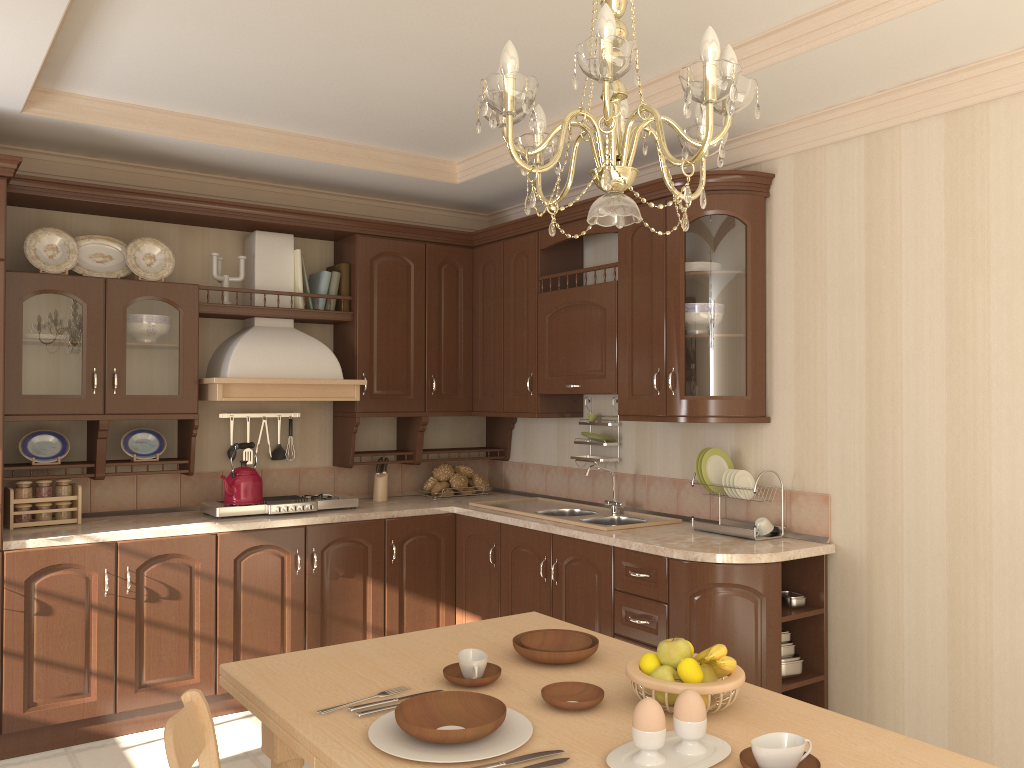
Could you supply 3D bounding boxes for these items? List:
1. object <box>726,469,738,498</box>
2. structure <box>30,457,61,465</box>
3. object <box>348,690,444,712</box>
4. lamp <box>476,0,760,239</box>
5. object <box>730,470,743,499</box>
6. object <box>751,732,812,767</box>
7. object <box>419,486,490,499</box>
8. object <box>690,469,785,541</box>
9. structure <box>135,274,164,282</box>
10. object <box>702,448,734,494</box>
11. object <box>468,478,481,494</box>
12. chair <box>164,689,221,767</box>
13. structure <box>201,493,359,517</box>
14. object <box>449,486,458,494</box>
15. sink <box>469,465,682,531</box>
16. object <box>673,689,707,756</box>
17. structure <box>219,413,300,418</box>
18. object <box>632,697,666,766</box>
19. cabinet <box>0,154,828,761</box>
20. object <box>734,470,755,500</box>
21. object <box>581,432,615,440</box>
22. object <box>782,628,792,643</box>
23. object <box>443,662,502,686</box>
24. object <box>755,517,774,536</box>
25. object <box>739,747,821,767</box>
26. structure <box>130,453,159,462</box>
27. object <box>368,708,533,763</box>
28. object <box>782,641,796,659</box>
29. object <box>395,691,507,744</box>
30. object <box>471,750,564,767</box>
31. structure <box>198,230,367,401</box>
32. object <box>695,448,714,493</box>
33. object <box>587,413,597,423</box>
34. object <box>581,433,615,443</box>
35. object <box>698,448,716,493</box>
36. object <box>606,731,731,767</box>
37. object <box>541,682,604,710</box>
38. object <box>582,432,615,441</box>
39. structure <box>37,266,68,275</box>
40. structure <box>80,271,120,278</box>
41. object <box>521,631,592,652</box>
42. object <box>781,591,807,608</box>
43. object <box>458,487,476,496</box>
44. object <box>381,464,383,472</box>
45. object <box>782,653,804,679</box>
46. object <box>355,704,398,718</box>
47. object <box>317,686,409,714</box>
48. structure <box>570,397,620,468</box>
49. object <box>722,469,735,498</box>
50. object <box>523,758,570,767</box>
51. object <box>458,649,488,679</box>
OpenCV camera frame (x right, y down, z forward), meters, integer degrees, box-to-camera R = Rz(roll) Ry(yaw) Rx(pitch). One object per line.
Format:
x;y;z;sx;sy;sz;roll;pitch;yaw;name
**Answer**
0.921;0.410;3.632;0.123;0.119;0.034;1;-1;-33;object
-2.046;0.289;3.888;0.110;0.126;0.080;1;-1;-35;structure
-0.232;0.637;1.790;0.212;0.008;0.018;1;-1;-35;object
0.188;-0.781;1.629;0.502;0.982;0.501;0;-1;25;lamp
0.933;0.409;3.614;0.123;0.119;0.034;1;-1;-35;object
0.441;0.606;1.442;0.119;0.055;0.063;0;-1;-21;object
-0.323;0.607;5.016;0.364;0.060;0.199;1;-1;-35;object
0.919;0.477;3.633;0.172;0.275;0.359;1;-1;-34;object
-1.671;-0.528;4.090;0.110;0.126;0.080;1;-1;-35;structure
0.864;0.363;3.718;0.193;0.188;0.047;1;-1;-34;object
-0.232;0.584;5.104;0.091;0.100;0.125;1;-1;-39;object
-0.330;0.990;1.541;0.517;0.846;0.462;0;-1;-18;chair
-1.110;0.584;4.314;0.710;0.054;0.325;1;-1;-35;structure
-0.313;0.584;5.059;0.098;0.094;0.114;-1;-1;35;object
0.269;0.556;4.269;0.448;0.348;1.077;1;-1;-35;sink
0.310;0.584;1.544;0.058;0.104;0.058;-1;-1;34;object
-1.290;0.161;4.552;0.422;0.020;0.008;1;-1;-35;structure
0.232;0.583;1.500;0.058;0.104;0.058;-1;-1;34;object
-0.781;0.288;3.475;3.226;2.313;2.436;1;-1;-35;cabinet
0.945;0.409;3.597;0.123;0.119;0.034;1;-1;-35;object
0.430;0.262;4.417;0.167;0.051;0.174;1;-1;-35;object
1.015;0.967;3.425;0.084;0.045;0.120;1;-1;-24;object
-0.086;0.630;1.913;0.126;0.026;0.127;0;-1;-8;object
1.015;0.573;3.565;0.073;0.072;0.085;0;-1;19;object
0.434;0.623;1.439;0.126;0.026;0.127;1;-1;-44;object
-1.707;0.294;4.120;0.110;0.126;0.080;1;-1;-35;structure
-0.111;0.633;1.618;0.299;0.009;0.299;1;-1;-36;object
1.015;1.014;3.424;0.106;0.057;0.152;1;-1;-24;object
-0.112;0.615;1.619;0.204;0.042;0.204;1;-1;-35;object
-0.010;0.632;1.481;0.221;0.008;0.023;1;-1;-30;object
-1.159;-0.339;4.399;0.753;0.845;0.455;1;-1;-35;structure
0.844;0.364;3.749;0.193;0.188;0.047;1;-1;-34;object
0.411;0.173;4.510;0.044;0.051;0.049;0;-1;24;object
0.428;0.268;4.416;0.167;0.051;0.174;1;-1;-35;object
0.854;0.363;3.733;0.193;0.188;0.047;1;-1;-34;object
0.269;0.633;1.514;0.245;0.005;0.157;1;-1;-38;object
0.121;0.628;1.772;0.127;0.026;0.126;0;-1;20;object
0.429;0.265;4.417;0.167;0.051;0.174;1;-1;-35;object
-1.999;-0.533;3.862;0.110;0.126;0.080;1;-1;-35;structure
-1.867;-0.530;4.020;0.154;0.126;0.080;1;-1;-35;structure
0.104;0.621;2.092;0.168;0.034;0.168;1;-1;-24;object
1.078;0.835;3.439;0.084;0.045;0.120;1;-1;-24;object
-0.258;0.607;5.032;0.103;0.060;0.105;1;-1;-40;object
-0.716;0.495;4.874;0.016;0.158;0.051;0;-1;18;object
1.015;1.073;3.423;0.145;0.077;0.208;1;-1;-24;object
-0.208;0.636;1.760;0.218;0.008;0.022;1;-1;-32;object
-0.297;0.639;1.794;0.218;0.004;0.028;1;-1;-45;object
0.417;0.245;4.462;0.131;0.361;0.256;1;-1;-35;structure
0.909;0.410;3.650;0.123;0.119;0.034;1;-1;-35;object
0.006;0.633;1.449;0.216;0.004;0.022;1;-1;-29;object
-0.084;0.613;1.906;0.063;0.055;0.119;0;-1;-6;object
